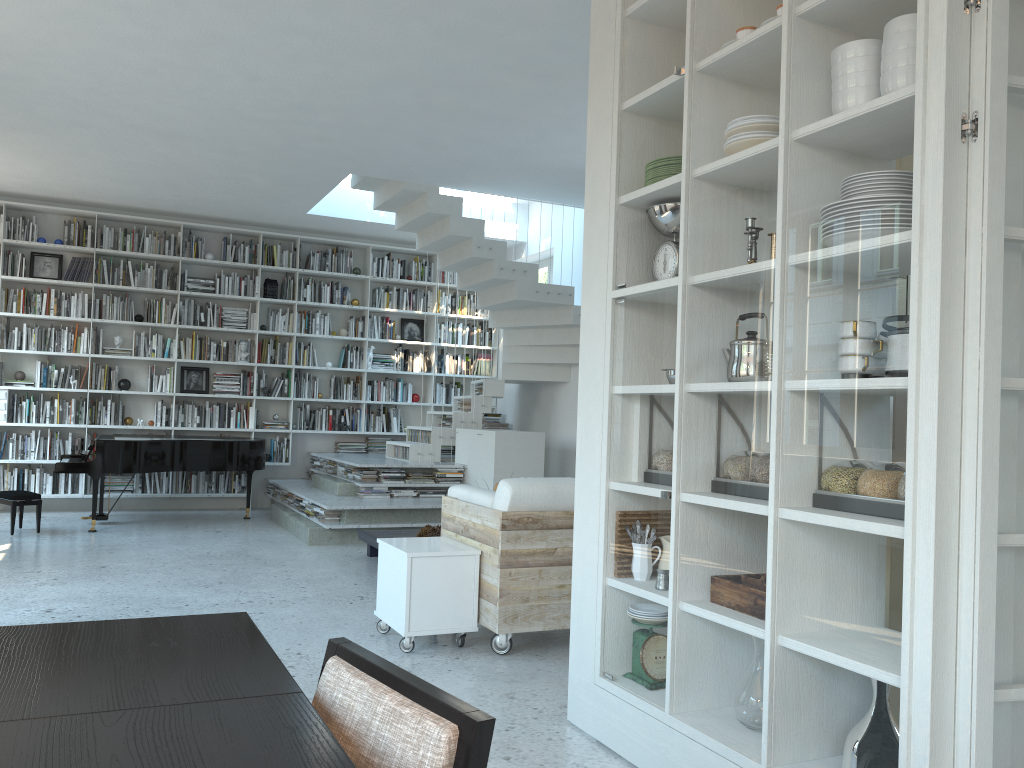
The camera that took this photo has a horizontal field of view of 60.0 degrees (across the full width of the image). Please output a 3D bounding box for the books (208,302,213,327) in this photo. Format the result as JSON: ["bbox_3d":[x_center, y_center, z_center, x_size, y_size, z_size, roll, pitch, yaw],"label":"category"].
[{"bbox_3d":[-3.358,-0.762,9.885,0.049,0.291,0.162,3,-2,-25],"label":"books"}]

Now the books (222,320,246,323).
[{"bbox_3d":[-3.137,-0.697,9.991,0.254,0.012,0.161,3,-2,-23],"label":"books"}]

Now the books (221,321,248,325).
[{"bbox_3d":[-3.136,-0.685,9.989,0.285,0.012,0.159,3,-2,-28],"label":"books"}]

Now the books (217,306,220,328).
[{"bbox_3d":[-3.286,-0.736,9.911,0.015,0.245,0.183,3,-2,-25],"label":"books"}]

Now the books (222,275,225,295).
[{"bbox_3d":[-3.246,-1.097,9.933,0.021,0.237,0.171,3,-2,-25],"label":"books"}]

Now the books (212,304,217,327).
[{"bbox_3d":[-3.320,-0.750,9.887,0.021,0.269,0.191,3,-2,-25],"label":"books"}]

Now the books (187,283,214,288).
[{"bbox_3d":[-3.457,-1.086,9.837,0.285,0.024,0.159,3,-2,-20],"label":"books"}]

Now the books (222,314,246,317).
[{"bbox_3d":[-3.134,-0.769,9.993,0.254,0.012,0.161,3,-2,-23],"label":"books"}]

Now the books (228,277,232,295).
[{"bbox_3d":[-3.179,-1.084,9.965,0.028,0.219,0.183,3,-2,-25],"label":"books"}]

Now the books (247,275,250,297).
[{"bbox_3d":[-3.003,-1.096,10.056,0.029,0.261,0.133,3,-2,-25],"label":"books"}]

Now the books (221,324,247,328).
[{"bbox_3d":[-3.139,-0.648,9.992,0.285,0.012,0.159,3,-2,-24],"label":"books"}]

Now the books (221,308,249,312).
[{"bbox_3d":[-3.129,-0.832,9.988,0.285,0.012,0.159,3,-2,-30],"label":"books"}]

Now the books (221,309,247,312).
[{"bbox_3d":[-3.135,-0.820,9.998,0.254,0.012,0.161,3,-2,-25],"label":"books"}]

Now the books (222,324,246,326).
[{"bbox_3d":[-3.140,-0.660,9.994,0.254,0.012,0.161,3,-2,-25],"label":"books"}]

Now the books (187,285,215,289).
[{"bbox_3d":[-3.462,-1.068,9.842,0.285,0.012,0.159,3,-2,-27],"label":"books"}]

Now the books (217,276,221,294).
[{"bbox_3d":[-3.287,-1.091,9.942,0.024,0.223,0.128,3,-2,-25],"label":"books"}]

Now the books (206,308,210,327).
[{"bbox_3d":[-3.383,-0.727,9.870,0.024,0.216,0.148,3,-2,-25],"label":"books"}]

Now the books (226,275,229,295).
[{"bbox_3d":[-3.201,-1.098,9.965,0.012,0.244,0.131,3,-2,-25],"label":"books"}]

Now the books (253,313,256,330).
[{"bbox_3d":[-2.939,-0.697,10.088,0.030,0.205,0.158,3,-2,-25],"label":"books"}]

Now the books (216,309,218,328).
[{"bbox_3d":[-3.307,-0.722,9.910,0.024,0.216,0.132,3,-2,-25],"label":"books"}]

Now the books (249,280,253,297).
[{"bbox_3d":[-2.972,-1.065,10.054,0.029,0.202,0.191,3,-2,-25],"label":"books"}]

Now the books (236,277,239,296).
[{"bbox_3d":[-3.105,-1.083,9.989,0.023,0.223,0.190,3,-2,-25],"label":"books"}]

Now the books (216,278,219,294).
[{"bbox_3d":[-3.298,-1.075,9.905,0.025,0.187,0.193,3,-2,-25],"label":"books"}]

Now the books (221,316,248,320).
[{"bbox_3d":[-3.134,-0.745,9.990,0.285,0.012,0.159,3,-2,-22],"label":"books"}]

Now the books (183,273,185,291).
[{"bbox_3d":[-3.620,-1.107,9.765,0.013,0.218,0.141,3,-2,-25],"label":"books"}]

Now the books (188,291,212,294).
[{"bbox_3d":[-3.462,-1.007,9.837,0.254,0.012,0.161,3,-2,-21],"label":"books"}]

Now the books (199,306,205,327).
[{"bbox_3d":[-3.441,-0.740,9.837,0.066,0.236,0.153,3,-2,-25],"label":"books"}]

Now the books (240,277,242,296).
[{"bbox_3d":[-3.072,-1.084,10.011,0.012,0.230,0.158,3,-2,-25],"label":"books"}]

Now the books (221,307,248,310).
[{"bbox_3d":[-3.132,-0.844,9.994,0.285,0.012,0.159,3,-2,-23],"label":"books"}]

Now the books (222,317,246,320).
[{"bbox_3d":[-3.136,-0.733,9.994,0.254,0.012,0.161,3,-2,-24],"label":"books"}]

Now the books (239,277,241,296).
[{"bbox_3d":[-3.085,-1.085,10.012,0.010,0.230,0.152,3,-2,-25],"label":"books"}]

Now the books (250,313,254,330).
[{"bbox_3d":[-2.964,-0.695,10.070,0.030,0.198,0.172,3,-2,-25],"label":"books"}]

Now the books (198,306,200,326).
[{"bbox_3d":[-3.479,-0.743,9.825,0.011,0.239,0.147,3,-2,-25],"label":"books"}]

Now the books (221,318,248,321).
[{"bbox_3d":[-3.137,-0.721,9.994,0.285,0.012,0.159,3,-2,-24],"label":"books"}]

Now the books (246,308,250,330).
[{"bbox_3d":[-2.988,-0.725,10.045,0.012,0.254,0.161,3,-2,-25],"label":"books"}]

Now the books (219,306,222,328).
[{"bbox_3d":[-3.268,-0.736,9.906,0.013,0.247,0.176,3,-2,-25],"label":"books"}]

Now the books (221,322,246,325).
[{"bbox_3d":[-3.138,-0.673,9.992,0.254,0.012,0.161,3,-2,-26],"label":"books"}]

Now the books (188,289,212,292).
[{"bbox_3d":[-3.460,-1.032,9.835,0.254,0.012,0.161,3,-2,-20],"label":"books"}]

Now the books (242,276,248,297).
[{"bbox_3d":[-3.024,-1.091,10.028,0.032,0.248,0.173,3,-2,-25],"label":"books"}]

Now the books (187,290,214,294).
[{"bbox_3d":[-3.462,-1.020,9.839,0.285,0.012,0.159,3,-2,-22],"label":"books"}]

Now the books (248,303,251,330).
[{"bbox_3d":[-2.982,-0.757,10.065,0.012,0.319,0.140,3,-2,-25],"label":"books"}]

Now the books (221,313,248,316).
[{"bbox_3d":[-3.135,-0.781,9.995,0.285,0.012,0.159,3,-2,-26],"label":"books"}]

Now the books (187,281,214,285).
[{"bbox_3d":[-3.457,-1.110,9.840,0.254,0.025,0.161,3,-2,-29],"label":"books"}]

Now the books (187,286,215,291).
[{"bbox_3d":[-3.461,-1.056,9.840,0.285,0.012,0.159,3,-2,-28],"label":"books"}]

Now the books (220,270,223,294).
[{"bbox_3d":[-3.253,-1.121,9.913,0.011,0.284,0.190,3,-2,-25],"label":"books"}]

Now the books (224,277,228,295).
[{"bbox_3d":[-3.214,-1.085,9.946,0.027,0.216,0.190,3,-2,-25],"label":"books"}]

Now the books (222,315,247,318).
[{"bbox_3d":[-3.134,-0.757,9.990,0.254,0.012,0.161,3,-2,-28],"label":"books"}]

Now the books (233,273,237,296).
[{"bbox_3d":[-3.129,-1.107,9.988,0.023,0.269,0.185,3,-2,-25],"label":"books"}]

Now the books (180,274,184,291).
[{"bbox_3d":[-3.633,-1.099,9.745,0.027,0.201,0.167,3,-2,-25],"label":"books"}]

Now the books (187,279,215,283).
[{"bbox_3d":[-3.458,-1.135,9.844,0.285,0.024,0.159,3,-2,-23],"label":"books"}]

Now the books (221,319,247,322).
[{"bbox_3d":[-3.136,-0.709,9.991,0.254,0.012,0.161,3,-2,-27],"label":"books"}]

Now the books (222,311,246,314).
[{"bbox_3d":[-3.131,-0.794,9.987,0.254,0.012,0.161,3,-2,-20],"label":"books"}]

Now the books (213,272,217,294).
[{"bbox_3d":[-3.315,-1.109,9.902,0.012,0.254,0.161,3,-2,-25],"label":"books"}]

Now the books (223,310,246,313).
[{"bbox_3d":[-3.133,-0.807,9.993,0.254,0.012,0.161,3,-2,-23],"label":"books"}]

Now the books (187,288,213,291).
[{"bbox_3d":[-3.462,-1.044,9.839,0.254,0.012,0.161,3,-2,-28],"label":"books"}]

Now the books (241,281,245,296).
[{"bbox_3d":[-3.052,-1.063,10.016,0.029,0.188,0.176,3,-2,-25],"label":"books"}]

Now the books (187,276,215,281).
[{"bbox_3d":[-3.459,-1.159,9.849,0.285,0.024,0.159,3,-2,-25],"label":"books"}]

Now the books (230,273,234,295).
[{"bbox_3d":[-3.161,-1.110,9.996,0.029,0.273,0.140,3,-2,-25],"label":"books"}]

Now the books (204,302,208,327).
[{"bbox_3d":[-3.406,-0.762,9.867,0.022,0.285,0.130,3,-2,-25],"label":"books"}]
